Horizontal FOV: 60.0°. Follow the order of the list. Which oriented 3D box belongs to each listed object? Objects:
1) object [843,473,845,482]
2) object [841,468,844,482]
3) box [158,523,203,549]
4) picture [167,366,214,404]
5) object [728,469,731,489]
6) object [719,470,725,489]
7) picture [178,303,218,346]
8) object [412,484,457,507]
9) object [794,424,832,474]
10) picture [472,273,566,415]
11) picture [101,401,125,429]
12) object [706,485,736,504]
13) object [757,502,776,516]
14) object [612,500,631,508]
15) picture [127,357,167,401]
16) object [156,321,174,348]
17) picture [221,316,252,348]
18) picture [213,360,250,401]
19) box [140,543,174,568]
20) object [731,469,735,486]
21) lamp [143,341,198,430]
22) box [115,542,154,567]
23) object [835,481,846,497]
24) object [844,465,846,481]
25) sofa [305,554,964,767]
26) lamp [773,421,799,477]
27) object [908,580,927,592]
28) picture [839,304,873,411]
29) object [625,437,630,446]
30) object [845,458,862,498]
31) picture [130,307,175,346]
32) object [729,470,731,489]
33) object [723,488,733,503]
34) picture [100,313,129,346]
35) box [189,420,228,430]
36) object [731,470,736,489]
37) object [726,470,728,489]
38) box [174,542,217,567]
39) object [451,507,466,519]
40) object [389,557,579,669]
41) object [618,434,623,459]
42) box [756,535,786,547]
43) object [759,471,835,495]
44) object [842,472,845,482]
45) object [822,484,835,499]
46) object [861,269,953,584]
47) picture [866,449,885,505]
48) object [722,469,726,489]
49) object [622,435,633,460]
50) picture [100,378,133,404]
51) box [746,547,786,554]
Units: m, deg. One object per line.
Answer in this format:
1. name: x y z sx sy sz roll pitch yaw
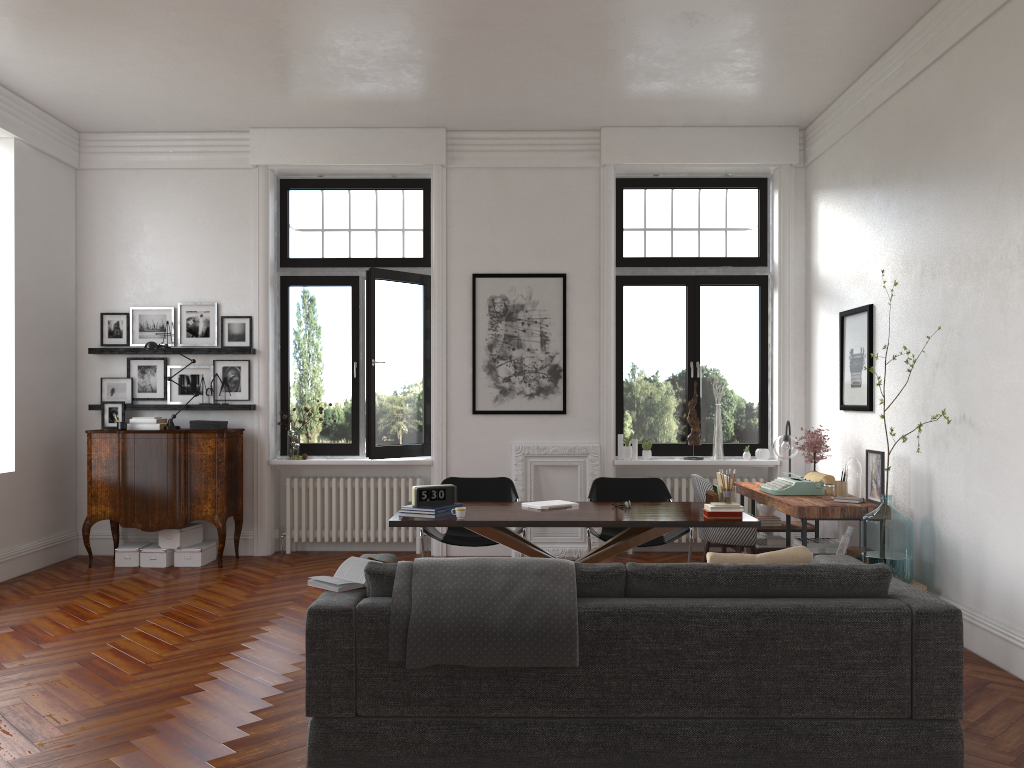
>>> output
1. object: 2.503 0.741 6.692 0.008 0.207 0.054 0 0 -16
2. object: 2.495 0.742 6.720 0.054 0.207 0.008 0 0 -34
3. box: -2.989 1.370 8.012 0.209 0.177 0.394 0 -1 11
4. picture: -3.027 0.010 8.352 0.434 0.365 0.020 0 0 1
5. object: 1.359 0.629 5.550 0.008 0.195 0.032 0 0 45
6. object: 1.318 0.631 5.527 0.049 0.193 0.008 0 0 5
7. picture: -2.959 -0.560 8.349 0.369 0.409 0.020 0 0 1
8. object: -0.485 0.701 5.562 0.275 0.125 0.082 0 0 -26
9. object: 2.490 0.592 7.317 0.308 0.529 0.290 0 0 -44
10. picture: 0.069 -0.375 8.330 0.883 1.323 0.035 0 0 1
11. picture: -3.690 0.288 8.204 0.213 0.257 0.020 0 0 1
12. object: 1.363 0.742 5.790 0.150 0.166 0.228 0 -1 1
13. object: 2.190 1.079 7.615 0.173 0.110 0.173 0 -1 37
14. object: 0.756 0.806 5.962 0.114 0.047 0.133 1 -1 -36
15. picture: -3.441 -0.047 8.356 0.373 0.406 0.020 0 0 1
16. object: -3.246 -0.461 8.295 0.174 0.260 0.040 0 0 1
17. picture: -2.593 -0.487 8.346 0.289 0.303 0.020 0 0 1
18. picture: -2.642 -0.034 8.350 0.343 0.384 0.020 0 0 1
19. box: -3.134 1.544 7.984 0.245 0.177 0.394 0 -1 6
20. object: 1.373 0.629 5.527 0.038 0.195 0.008 0 0 27
21. lamp: -3.118 0.018 8.108 0.491 0.802 0.174 0 0 -35
22. box: -3.412 1.545 8.017 0.209 0.177 0.394 0 -1 -4
23. object: 2.485 0.791 6.705 0.058 0.113 0.075 0 0 1
24. object: 2.513 0.725 6.701 0.028 0.239 0.023 0 0 -2
25. sofa: 0.494 1.180 4.169 2.645 0.829 1.262 0 -1 1
26. lamp: 2.354 0.587 7.573 0.207 0.550 0.441 0 0 24
27. object: 2.450 1.439 5.814 0.341 0.316 0.435 0 -1 1
28. picture: 2.734 -0.194 7.038 0.050 0.816 0.634 0 0 1
29. object: 1.106 0.613 8.471 0.051 0.213 0.051 0 0 35
30. object: 2.493 0.692 6.473 0.111 0.302 0.111 0 0 37
31. picture: -3.389 -0.539 8.354 0.415 0.367 0.020 0 0 1
32. object: 1.351 0.628 5.500 0.008 0.195 0.036 0 0 13
33. object: 1.346 0.697 5.527 0.058 0.091 0.058 0 0 -12
34. picture: -3.743 -0.513 8.358 0.267 0.315 0.020 0 0 1
35. box: -2.775 0.376 8.119 0.282 0.086 0.208 0 -1 1
36. object: 1.371 0.630 5.515 0.044 0.194 0.008 0 0 31
37. object: 1.337 0.630 5.500 0.008 0.193 0.049 0 0 24
38. box: -2.858 1.545 8.012 0.245 0.177 0.394 0 -1 1
39. object: -0.321 0.786 5.401 0.082 0.065 0.064 0 0 21
40. object: -0.111 0.933 3.688 0.752 0.387 0.400 0 0 1
41. object: 1.040 0.601 8.491 0.051 0.238 0.051 0 0 35
42. box: 2.209 1.353 7.622 0.256 0.066 0.238 0 -1 1
43. object: 2.221 0.772 6.983 0.484 0.149 0.535 0 -1 -1
44. object: 2.507 0.743 6.716 0.054 0.207 0.008 0 0 -12
45. object: 2.341 0.793 6.562 0.093 0.101 0.093 0 0 -8
46. object: 2.522 0.252 5.637 0.353 2.058 0.807 0 0 -18
47. picture: 2.552 0.653 6.234 0.023 0.369 0.282 0 0 1
48. object: 1.331 0.631 5.551 0.008 0.193 0.049 0 0 -30
49. object: 1.090 0.597 8.385 0.102 0.244 0.098 0 0 -22
50. picture: -3.715 0.066 8.335 0.300 0.253 0.020 0 0 1
51. box: 2.209 1.429 7.619 0.317 0.082 0.296 0 -1 1
